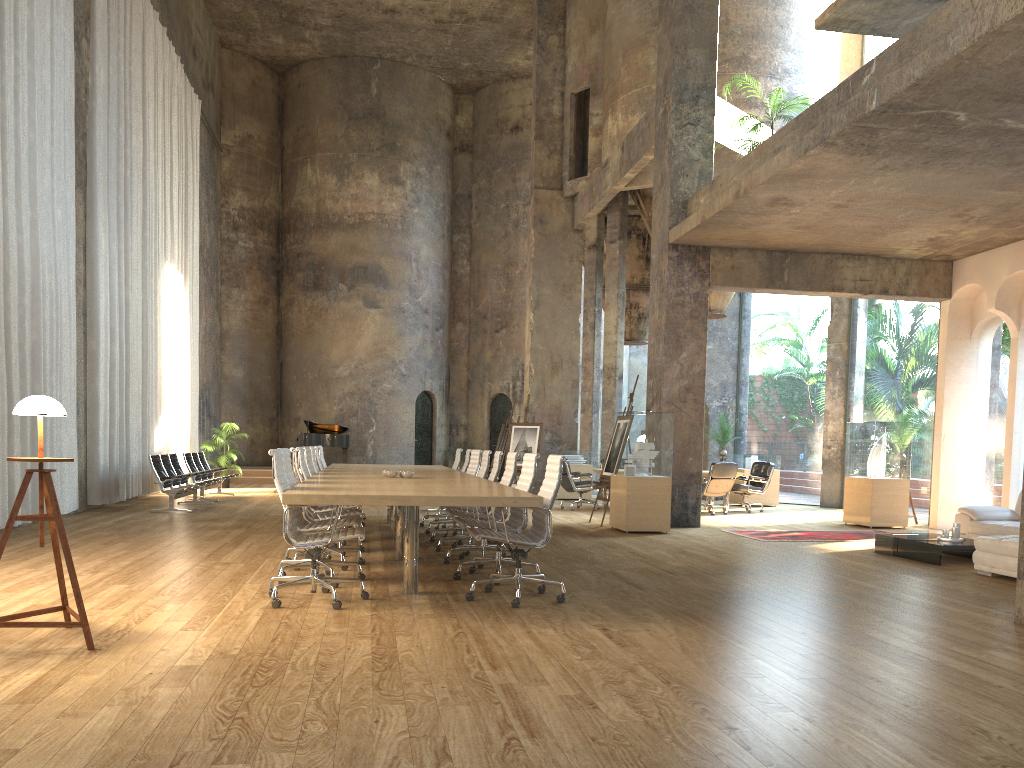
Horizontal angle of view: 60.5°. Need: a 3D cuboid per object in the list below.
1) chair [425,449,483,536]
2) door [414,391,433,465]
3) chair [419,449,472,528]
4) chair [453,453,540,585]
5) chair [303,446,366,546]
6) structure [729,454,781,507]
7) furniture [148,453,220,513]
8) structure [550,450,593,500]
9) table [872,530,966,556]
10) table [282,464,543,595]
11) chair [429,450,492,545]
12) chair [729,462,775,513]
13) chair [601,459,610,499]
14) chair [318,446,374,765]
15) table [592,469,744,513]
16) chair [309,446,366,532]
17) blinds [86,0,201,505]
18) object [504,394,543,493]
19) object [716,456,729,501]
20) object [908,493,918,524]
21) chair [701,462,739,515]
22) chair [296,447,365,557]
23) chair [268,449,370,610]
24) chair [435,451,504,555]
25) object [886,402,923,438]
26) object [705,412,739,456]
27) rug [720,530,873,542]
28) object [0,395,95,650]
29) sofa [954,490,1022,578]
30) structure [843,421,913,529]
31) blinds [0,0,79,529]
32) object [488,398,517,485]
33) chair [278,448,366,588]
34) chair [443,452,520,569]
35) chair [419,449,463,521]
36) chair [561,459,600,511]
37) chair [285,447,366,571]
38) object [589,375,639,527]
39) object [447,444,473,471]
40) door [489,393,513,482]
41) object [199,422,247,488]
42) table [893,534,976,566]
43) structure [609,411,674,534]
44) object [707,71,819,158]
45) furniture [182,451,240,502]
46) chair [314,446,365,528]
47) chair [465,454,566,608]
[{"bbox_3d":[-0.702,1.303,10.662,0.699,1.031,0.662,1,1,-10],"label":"chair"},{"bbox_3d":[-2.626,1.343,25.670,0.091,2.309,0.901,4,4,39],"label":"door"},{"bbox_3d":[-0.848,1.359,11.504,0.699,1.031,0.662,1,1,-1],"label":"chair"},{"bbox_3d":[-0.120,1.065,7.085,0.699,1.031,0.662,1,1,-6],"label":"chair"},{"bbox_3d":[-1.921,1.188,9.418,0.699,1.031,0.662,1,1,-1],"label":"chair"},{"bbox_3d":[4.791,1.904,17.422,0.735,1.020,0.740,1,1,-9],"label":"structure"},{"bbox_3d":[-5.061,1.506,13.658,0.708,0.845,1.867,1,-3,-9],"label":"furniture"},{"bbox_3d":[1.208,1.876,18.160,0.743,1.020,0.732,1,1,-9],"label":"structure"},{"bbox_3d":[4.424,1.730,9.563,0.860,0.248,0.369,2,-2,-9],"label":"table"},{"bbox_3d":[-1.220,1.320,9.217,1.601,0.761,7.697,2,-4,-9],"label":"table"},{"bbox_3d":[-0.557,1.241,9.742,0.699,1.031,0.662,1,1,-4],"label":"chair"},{"bbox_3d":[4.169,1.829,15.671,0.821,0.897,0.727,1,1,-15],"label":"chair"},{"bbox_3d":[1.980,1.810,16.085,0.729,0.897,0.819,1,0,-2],"label":"chair"},{"bbox_3d":[0.440,1.467,12.543,12.955,1.036,31.433,2,-4,-9],"label":"chair"},{"bbox_3d":[2.696,1.875,15.438,2.411,0.704,1.102,2,-2,-9],"label":"table"},{"bbox_3d":[-2.069,1.247,10.303,0.699,1.031,0.662,1,1,-4],"label":"chair"},{"bbox_3d":[-6.529,-2.314,16.324,0.275,8.688,7.800,1,0,-8],"label":"blinds"},{"bbox_3d":[0.245,1.253,17.258,0.700,2.159,0.681,3,3,23],"label":"object"},{"bbox_3d":[4.489,1.988,18.395,0.569,0.977,0.657,2,2,27],"label":"object"},{"bbox_3d":[5.889,1.682,13.592,0.568,0.978,0.658,3,2,45],"label":"object"},{"bbox_3d":[3.312,1.752,14.835,0.730,0.897,0.818,1,0,-36],"label":"chair"},{"bbox_3d":[-1.782,1.130,8.550,0.699,1.031,0.662,1,1,-4],"label":"chair"},{"bbox_3d":[-1.314,0.958,5.943,0.699,1.031,0.662,1,1,-4],"label":"chair"},{"bbox_3d":[-0.418,1.184,8.874,0.699,1.031,0.662,1,1,-1],"label":"chair"},{"bbox_3d":[5.969,0.731,13.547,0.688,0.944,0.856,1,0,-19],"label":"object"},{"bbox_3d":[4.343,1.034,18.387,0.859,0.945,0.685,1,1,-7],"label":"object"},{"bbox_3d":[4.108,1.968,11.411,2.463,0.009,1.343,2,-4,-9],"label":"rug"},{"bbox_3d":[-2.354,0.708,4.519,0.569,1.304,0.656,2,2,24],"label":"object"},{"bbox_3d":[5.185,1.442,8.656,2.065,0.724,2.922,2,-4,-9],"label":"sofa"},{"bbox_3d":[5.404,1.343,13.014,0.594,1.556,0.739,1,2,-9],"label":"structure"},{"bbox_3d":[-5.135,-2.881,7.808,0.275,8.688,7.800,1,0,-8],"label":"blinds"},{"bbox_3d":[-0.164,1.374,19.102,0.684,2.159,0.698,2,3,17],"label":"object"},{"bbox_3d":[-1.482,1.013,6.790,0.699,1.031,0.662,1,1,-1],"label":"chair"},{"bbox_3d":[-0.270,1.125,7.989,0.699,1.031,0.662,1,1,-4],"label":"chair"},{"bbox_3d":[-1.023,1.414,12.349,0.699,1.031,0.662,1,1,-4],"label":"chair"},{"bbox_3d":[1.163,1.729,15.192,0.821,0.897,0.727,1,1,-13],"label":"chair"},{"bbox_3d":[-1.620,1.070,7.633,0.699,1.031,0.662,1,1,-10],"label":"chair"},{"bbox_3d":[1.521,0.936,12.331,0.685,2.159,0.696,1,3,-10],"label":"object"},{"bbox_3d":[-1.550,2.240,26.324,0.912,0.996,0.904,1,0,2],"label":"object"},{"bbox_3d":[-0.295,1.589,26.055,0.900,2.646,0.110,3,4,33],"label":"door"},{"bbox_3d":[-6.362,1.577,19.407,1.092,1.464,1.124,1,1,-18],"label":"object"},{"bbox_3d":[4.483,1.728,9.200,0.790,0.203,1.108,2,-4,-9],"label":"table"},{"bbox_3d":[1.680,1.151,11.473,0.594,1.556,0.739,1,2,-9],"label":"structure"},{"bbox_3d":[3.347,-2.993,11.408,1.402,1.819,1.351,1,1,-3],"label":"object"},{"bbox_3d":[-5.446,1.663,16.010,0.708,0.845,1.867,1,-3,-9],"label":"furniture"},{"bbox_3d":[-2.219,1.307,11.207,0.699,1.031,0.662,1,1,-6],"label":"chair"},{"bbox_3d":[0.031,1.002,6.150,0.699,1.031,0.662,1,1,-4],"label":"chair"}]
